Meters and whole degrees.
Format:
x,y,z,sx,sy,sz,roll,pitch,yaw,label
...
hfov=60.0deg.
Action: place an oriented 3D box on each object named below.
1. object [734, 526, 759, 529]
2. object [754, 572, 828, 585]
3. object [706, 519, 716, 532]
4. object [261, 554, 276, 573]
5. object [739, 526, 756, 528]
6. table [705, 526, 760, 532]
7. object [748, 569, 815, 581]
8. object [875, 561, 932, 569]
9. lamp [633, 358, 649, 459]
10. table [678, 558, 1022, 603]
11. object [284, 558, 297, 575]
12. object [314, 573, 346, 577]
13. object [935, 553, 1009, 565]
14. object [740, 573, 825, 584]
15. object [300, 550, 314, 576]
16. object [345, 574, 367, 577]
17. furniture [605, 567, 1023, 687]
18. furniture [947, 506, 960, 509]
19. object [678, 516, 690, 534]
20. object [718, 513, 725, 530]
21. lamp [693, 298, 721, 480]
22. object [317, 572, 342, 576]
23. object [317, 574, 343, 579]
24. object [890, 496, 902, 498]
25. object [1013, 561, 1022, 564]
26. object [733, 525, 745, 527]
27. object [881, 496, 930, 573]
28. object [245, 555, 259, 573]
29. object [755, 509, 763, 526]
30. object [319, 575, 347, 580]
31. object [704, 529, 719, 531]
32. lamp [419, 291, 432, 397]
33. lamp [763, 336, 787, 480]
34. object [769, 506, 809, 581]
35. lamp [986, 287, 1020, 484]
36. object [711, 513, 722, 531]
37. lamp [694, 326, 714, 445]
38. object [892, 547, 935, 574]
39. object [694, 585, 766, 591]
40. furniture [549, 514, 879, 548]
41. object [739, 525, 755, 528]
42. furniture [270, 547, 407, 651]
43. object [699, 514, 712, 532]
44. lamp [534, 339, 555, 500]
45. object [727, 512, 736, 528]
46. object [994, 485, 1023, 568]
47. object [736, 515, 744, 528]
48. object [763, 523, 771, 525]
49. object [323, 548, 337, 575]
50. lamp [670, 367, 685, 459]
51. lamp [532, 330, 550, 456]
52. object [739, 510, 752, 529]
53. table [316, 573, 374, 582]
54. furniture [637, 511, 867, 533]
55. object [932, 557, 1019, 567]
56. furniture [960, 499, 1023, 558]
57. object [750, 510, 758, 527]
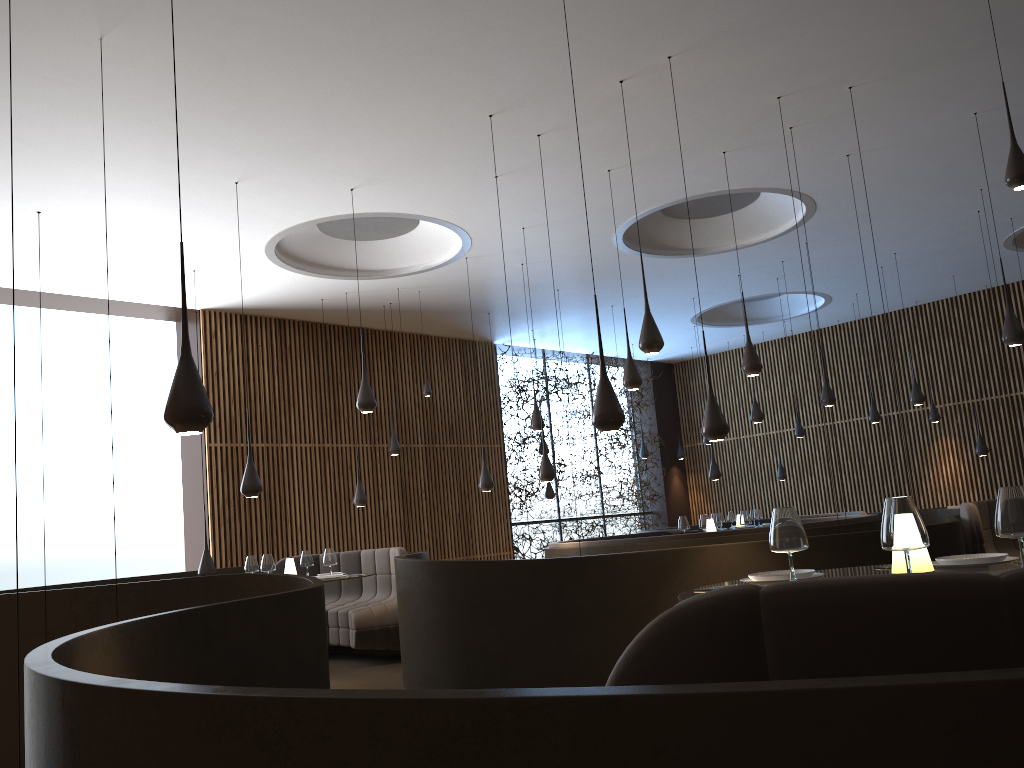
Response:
x,y,z,sx,sy,sz,roll,pitch,yaw,label
3.983,2.432,15.036,0.410,0.012,0.205,-5,-9,1,object
1.097,0.789,3.594,0.411,0.012,0.205,3,-12,-40,object
2.413,1.752,10.747,0.144,0.231,0.143,-1,-10,-29,object
-2.391,1.818,8.694,0.142,0.294,0.142,-13,-11,42,object
3.987,2.431,15.037,0.332,0.014,0.332,-11,-11,31,object
4.063,3.031,15.507,1.672,1.020,1.678,-6,-9,6,table
1.093,0.779,3.592,0.263,0.029,0.264,-8,-10,15,object
1.677,0.774,3.782,0.262,0.017,0.127,1,-11,-35,object
2.650,0.452,18.536,0.196,2.216,0.196,-2,-8,-20,lamp
1.484,1.200,3.101,1.672,1.020,1.678,1,-11,-36,table
-2.256,1.891,9.019,0.142,0.231,0.145,-2,-9,-24,object
-1.941,2.043,9.458,0.332,0.014,0.332,-12,-12,36,object
1.831,0.701,3.529,0.264,0.029,0.263,-12,-12,35,object
1.094,0.788,3.590,0.332,0.014,0.333,2,-12,-36,object
-2.182,1.922,9.431,0.142,0.294,0.142,-7,-8,12,object
-1.592,1.936,8.962,0.262,0.017,0.126,-12,-12,37,object
2.208,0.797,2.218,4.241,1.117,1.475,1,-11,-31,furniture
6.521,2.088,11.694,0.900,1.043,2.541,-5,-9,-3,furniture
2.125,1.783,10.958,0.142,0.294,0.142,-7,-8,12,object
3.625,2.389,15.419,0.142,0.294,0.142,-12,-11,39,object
3.080,0.061,14.191,0.196,2.950,0.196,-12,-10,40,lamp
-1.942,2.034,9.459,0.263,0.029,0.264,-7,-10,10,object
-1.795,1.900,8.739,0.263,0.029,0.264,-9,-10,21,object
1.589,0.601,3.576,0.142,0.294,0.142,-13,-11,42,object
1.835,0.711,3.525,0.204,0.012,0.412,2,-12,-39,object
4.122,2.585,16.096,0.264,0.029,0.263,-12,-12,36,object
1.251,0.507,2.822,0.142,0.294,0.142,-2,-9,-21,object
-2.663,1.907,9.075,0.142,0.294,0.142,-8,-9,18,object
4.380,2.377,15.760,0.142,0.294,0.142,-5,-8,-2,object
-1.794,1.910,8.737,0.332,0.014,0.333,-8,-10,15,object
3.488,2.566,15.575,0.333,0.014,0.332,-14,-13,42,object
-1.243,-0.569,12.446,0.133,1.503,0.133,-12,-10,40,lamp
5.133,0.419,17.467,0.196,2.950,0.196,-10,-9,30,lamp
1.056,0.618,3.380,0.142,0.294,0.142,-10,-9,29,object
8.526,1.377,14.982,0.196,6.253,0.196,-1,-9,-30,lamp
2.567,1.770,11.128,0.142,0.294,0.142,-2,-9,-24,object
3.505,0.016,16.386,0.196,2.216,0.196,-10,-9,30,lamp
1.428,0.583,3.188,0.142,0.231,0.145,-9,-9,23,object
0.841,0.791,3.425,0.126,0.017,0.263,2,-12,-36,object
2.412,2.304,10.645,3.885,1.114,3.800,-9,-10,20,furniture
3.986,2.421,15.038,0.263,0.029,0.264,2,-12,-39,object
-1.923,2.386,9.727,2.538,1.056,0.932,-13,-12,40,furniture
2.263,1.670,10.361,0.142,0.294,0.142,-6,-8,6,object
0.558,0.626,16.202,0.196,2.950,0.196,-4,-8,-10,lamp
3.949,2.447,15.946,0.142,0.294,0.142,3,-12,-44,object
1.700,0.491,2.973,0.142,0.294,0.142,-7,-8,14,object
4.007,2.414,15.594,0.142,0.231,0.145,-9,-9,25,object
4.529,2.458,15.558,0.264,0.029,0.263,-11,-11,33,object
-1.843,1.816,8.984,0.142,0.294,0.142,2,-11,-42,object
3.648,0.572,19.803,0.196,2.216,0.196,-2,-8,-20,lamp
0.460,0.147,15.504,0.196,2.216,0.196,-4,-8,-10,lamp
2.787,1.659,10.580,0.142,0.294,0.142,-8,-9,16,object
-2.199,2.508,8.932,1.676,1.020,1.674,-12,-11,36,table
4.167,2.893,15.292,3.888,1.043,3.800,-9,-10,21,furniture
1.831,0.710,3.528,0.332,0.014,0.333,4,-13,-44,object
5.029,1.614,8.515,2.532,1.056,0.934,2,-11,-39,furniture
4.149,2.306,15.211,0.142,0.294,0.142,-12,-10,37,object
